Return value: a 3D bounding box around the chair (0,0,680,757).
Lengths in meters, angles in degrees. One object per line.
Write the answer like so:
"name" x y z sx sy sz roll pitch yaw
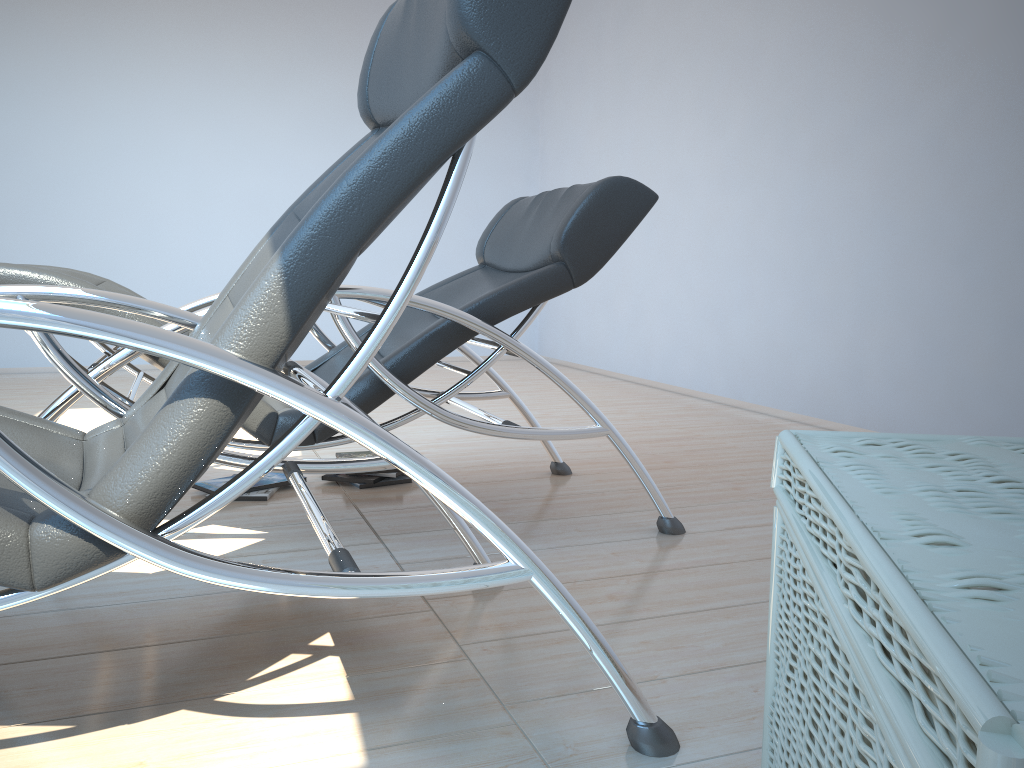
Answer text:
"chair" -0.789 -0.096 1.283 1.938 1.251 0.836 -2 7 -20

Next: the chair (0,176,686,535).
"chair" -0.646 -0.078 2.383 2.114 0.953 0.836 -2 7 -20

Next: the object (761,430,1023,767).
"object" 0.618 0.361 0.684 0.744 0.518 0.745 2 7 10

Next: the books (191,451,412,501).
"books" -2.107 0.388 1.504 1.045 0.222 4.790 6 9 37
